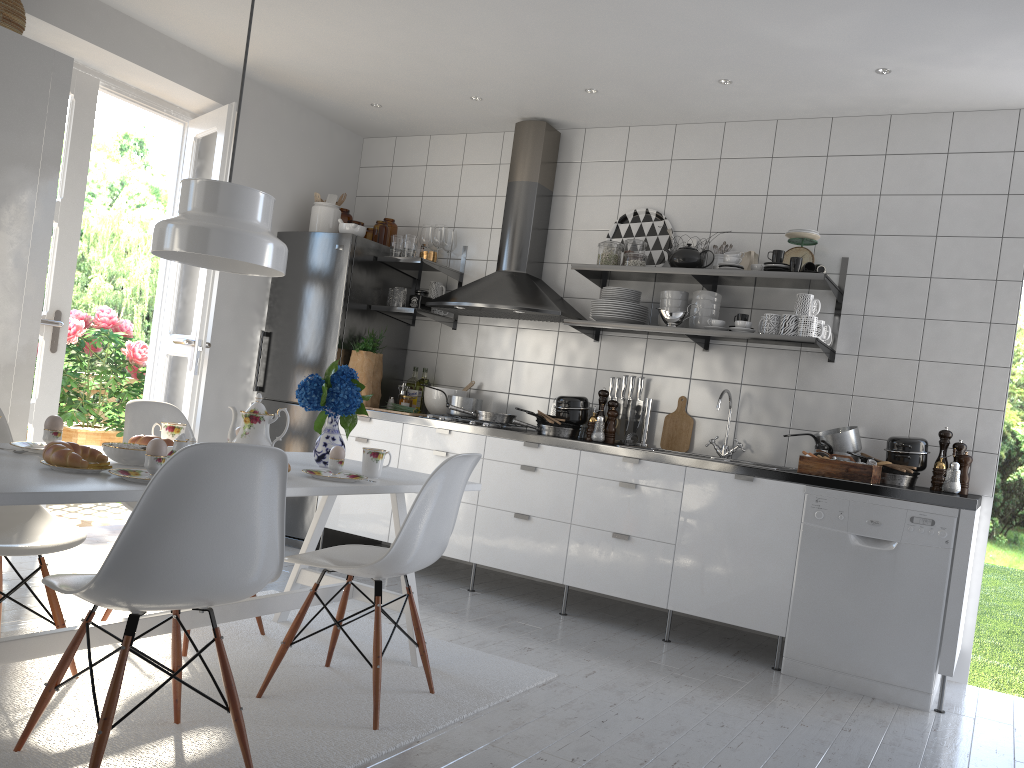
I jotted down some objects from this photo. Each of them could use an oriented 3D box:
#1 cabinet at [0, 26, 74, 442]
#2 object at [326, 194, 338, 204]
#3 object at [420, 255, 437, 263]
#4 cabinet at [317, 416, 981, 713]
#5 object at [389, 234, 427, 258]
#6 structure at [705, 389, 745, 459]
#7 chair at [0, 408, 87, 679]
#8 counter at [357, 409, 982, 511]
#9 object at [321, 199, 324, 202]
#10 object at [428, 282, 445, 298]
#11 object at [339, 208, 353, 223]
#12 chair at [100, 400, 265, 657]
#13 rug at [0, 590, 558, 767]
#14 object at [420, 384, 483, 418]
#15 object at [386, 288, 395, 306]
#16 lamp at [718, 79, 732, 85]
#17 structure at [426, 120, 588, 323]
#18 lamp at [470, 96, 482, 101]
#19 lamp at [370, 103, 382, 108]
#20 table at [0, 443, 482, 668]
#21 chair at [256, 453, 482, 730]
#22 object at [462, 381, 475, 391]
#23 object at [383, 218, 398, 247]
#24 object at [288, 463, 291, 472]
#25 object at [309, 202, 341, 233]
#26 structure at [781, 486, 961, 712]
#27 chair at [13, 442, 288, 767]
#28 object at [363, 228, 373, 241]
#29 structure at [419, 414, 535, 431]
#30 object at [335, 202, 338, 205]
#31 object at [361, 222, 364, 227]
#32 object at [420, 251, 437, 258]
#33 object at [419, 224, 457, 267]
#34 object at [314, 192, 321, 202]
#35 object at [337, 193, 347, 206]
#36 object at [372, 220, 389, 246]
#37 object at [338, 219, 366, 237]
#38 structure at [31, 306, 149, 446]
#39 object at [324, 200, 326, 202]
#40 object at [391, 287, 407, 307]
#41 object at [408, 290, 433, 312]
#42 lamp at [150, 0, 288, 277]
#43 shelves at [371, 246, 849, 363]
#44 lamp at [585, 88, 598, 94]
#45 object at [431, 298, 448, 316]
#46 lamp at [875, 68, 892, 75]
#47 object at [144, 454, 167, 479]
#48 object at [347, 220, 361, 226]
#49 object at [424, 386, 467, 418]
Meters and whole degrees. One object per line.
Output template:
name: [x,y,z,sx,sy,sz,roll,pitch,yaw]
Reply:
cabinet: [-2.432,-0.339,3.054,0.512,2.097,1.380,8,0,30]
object: [-1.110,-1.012,5.318,0.064,0.290,0.141,8,0,3]
object: [-0.487,-0.722,5.150,0.100,0.036,0.099,9,-2,-41]
cabinet: [0.475,0.741,4.455,3.231,0.795,0.664,7,-1,30]
object: [-0.613,-0.789,5.199,0.189,0.134,0.229,7,-1,20]
structure: [1.077,0.208,4.373,0.188,0.353,0.274,8,0,6]
chair: [-1.509,0.419,2.506,0.541,0.801,0.466,8,0,29]
counter: [0.534,0.327,4.455,3.232,0.045,0.652,7,-2,30]
object: [-1.146,-0.997,5.320,0.061,0.251,0.117,7,0,-31]
object: [-0.456,-0.560,5.326,0.083,0.100,0.108,8,0,-26]
object: [-1.065,-0.968,5.507,0.118,0.236,0.117,7,0,-35]
chair: [-1.147,0.485,3.151,0.541,0.801,0.466,8,0,24]
rug: [-1.015,0.892,2.588,1.423,0.004,2.315,7,-2,30]
object: [-0.334,0.099,4.972,0.348,0.154,0.199,8,-1,-21]
object: [-0.696,-0.503,5.233,0.086,0.119,0.086,8,0,40]
lamp: [0.987,-1.405,4.092,0.064,0.030,0.064,7,-1,22]
structure: [0.011,-0.930,4.934,0.866,1.093,0.473,7,0,30]
lamp: [-0.192,-1.544,4.763,0.064,0.030,0.064,7,-1,22]
lamp: [-0.781,-1.614,5.098,0.064,0.030,0.064,7,-1,22]
table: [-0.949,0.567,2.622,0.812,0.660,1.830,7,-1,30]
chair: [-0.415,0.571,2.719,0.541,0.801,0.465,8,0,19]
object: [-0.336,0.083,5.190,0.222,0.232,0.080,8,0,-10]
object: [-0.762,-0.910,5.416,0.097,0.195,0.097,8,0,29]
object: [-0.730,0.225,2.552,0.123,0.057,0.161,6,-2,44]
object: [-1.120,-0.967,5.309,0.173,0.208,0.174,7,0,25]
structure: [1.539,0.867,3.767,0.573,0.791,0.509,8,0,30]
chair: [-0.801,0.501,2.044,0.541,0.801,0.466,8,0,44]
object: [-0.867,-0.889,5.445,0.093,0.127,0.093,8,0,-39]
structure: [-0.190,0.206,4.861,0.466,0.029,0.491,7,-2,30]
object: [-1.074,-0.985,5.331,0.050,0.247,0.114,8,0,-6]
object: [-0.988,-0.930,5.610,0.113,0.186,0.113,8,0,-31]
object: [-0.486,-0.745,5.150,0.100,0.048,0.100,8,-1,-37]
object: [-0.453,-0.820,5.333,0.192,0.244,0.206,7,0,28]
object: [-1.163,-1.005,5.303,0.054,0.262,0.149,8,0,5]
object: [-1.066,-1.007,5.325,0.131,0.296,0.056,8,1,9]
object: [-0.789,-0.896,5.312,0.093,0.154,0.093,8,0,-38]
object: [-0.929,-0.896,5.177,0.158,0.110,0.173,7,-1,25]
structure: [-2.956,0.086,6.181,1.259,1.280,1.178,7,0,31]
object: [-1.105,-0.990,5.346,0.118,0.250,0.034,8,1,30]
object: [-0.653,-0.500,5.143,0.086,0.119,0.086,8,0,26]
object: [-0.531,-0.485,5.159,0.100,0.123,0.100,7,0,40]
lamp: [-0.762,-1.003,2.564,0.374,1.323,0.372,7,1,-29]
shelves: [0.393,-0.505,4.719,2.534,0.512,0.428,7,-1,29]
lamp: [0.397,-1.475,4.427,0.064,0.030,0.064,7,-1,22]
object: [-0.439,-0.457,5.313,0.108,0.100,0.083,7,0,19]
lamp: [1.576,-1.336,3.756,0.064,0.030,0.064,7,-1,22]
object: [-0.858,0.199,2.126,0.048,0.057,0.048,8,0,-20]
object: [-0.974,-0.917,5.425,0.113,0.154,0.113,8,0,-32]
object: [-0.397,0.114,5.189,0.247,0.175,0.247,8,-1,-20]
